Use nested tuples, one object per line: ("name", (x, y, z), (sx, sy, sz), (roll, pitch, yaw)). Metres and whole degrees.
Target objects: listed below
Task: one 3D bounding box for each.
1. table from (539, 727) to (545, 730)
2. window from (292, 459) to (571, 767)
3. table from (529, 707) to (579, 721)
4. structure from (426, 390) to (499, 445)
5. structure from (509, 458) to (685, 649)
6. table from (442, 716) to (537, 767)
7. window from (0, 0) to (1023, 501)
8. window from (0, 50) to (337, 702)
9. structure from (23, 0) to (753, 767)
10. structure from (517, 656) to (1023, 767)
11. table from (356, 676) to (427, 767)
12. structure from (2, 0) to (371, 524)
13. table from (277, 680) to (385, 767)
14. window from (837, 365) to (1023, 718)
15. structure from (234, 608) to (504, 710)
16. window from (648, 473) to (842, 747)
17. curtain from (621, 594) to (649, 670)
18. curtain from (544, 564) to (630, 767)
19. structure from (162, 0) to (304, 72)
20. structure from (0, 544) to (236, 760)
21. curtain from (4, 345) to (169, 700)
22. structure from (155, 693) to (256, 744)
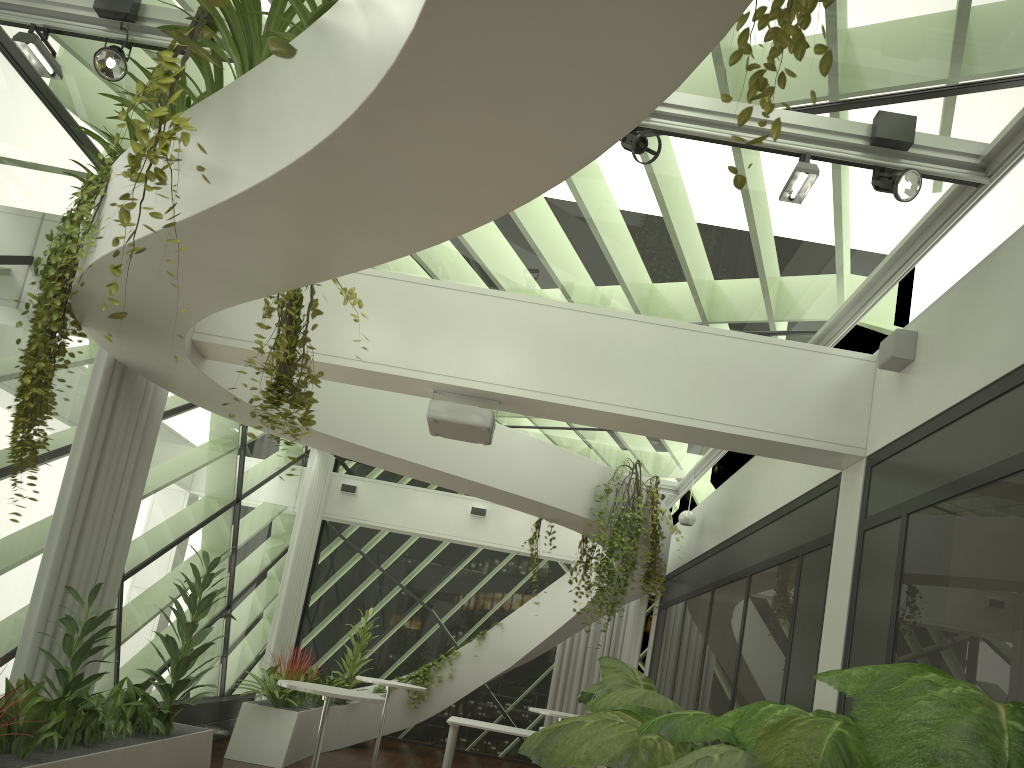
("table", (0.544, 3.317, 6.850), (0.854, 1.066, 0.886), (1, -16, 36))
("window", (-0.679, 3.945, 14.999), (5.733, 4.520, 0.039), (10, -9, 1))
("table", (0.529, 4.467, 10.386), (0.854, 1.066, 0.886), (1, -16, 36))
("structure", (-0.335, 0.222, 5.936), (0.462, 0.268, 0.401), (10, -15, 2))
("structure", (0.896, 1.804, 9.408), (1.673, 2.016, 1.449), (19, -15, -32))
("table", (-0.166, 4.951, 11.667), (1.499, 0.698, 1.105), (10, -15, 2))
("window", (-0.264, -0.901, 7.145), (5.681, 0.053, 17.324), (9, -18, 3))
("window", (-3.457, 0.779, 6.846), (0.084, 4.497, 17.357), (10, -17, 3))
("structure", (-0.845, 0.361, 2.072), (5.898, 4.097, 25.293), (8, -18, 8))
("structure", (0.890, 2.801, 6.334), (1.780, 1.664, 9.221), (10, -18, 3))
("table", (-1.545, 4.106, 10.437), (0.854, 1.066, 0.886), (1, -16, 36))
("structure", (-1.369, -0.414, 4.094), (1.480, 2.246, 4.676), (18, -18, -33))
("table", (-1.530, 2.956, 6.900), (0.854, 1.066, 0.886), (1, -16, 36))
("window", (2.054, 0.880, 1.926), (0.050, 3.143, 7.349), (10, -16, 3))
("structure", (-2.220, 3.649, 11.933), (2.027, 1.623, 4.948), (1, -19, 32))
("window", (2.024, 3.295, 9.354), (0.050, 3.143, 7.441), (10, -16, 3))
("curtain", (1.902, 4.231, 13.885), (0.160, 3.978, 1.028), (10, -10, 2))
("curtain", (1.384, 4.398, 14.689), (1.230, 3.978, 0.164), (10, -9, 0))
("structure", (-1.084, -1.426, 0.045), (3.282, 1.807, 1.240), (20, -15, -32))
("structure", (-2.511, 1.515, 5.233), (0.853, 1.550, 3.445), (10, -16, 2))
("curtain", (-3.099, 0.937, 6.574), (0.160, 3.978, 1.074), (10, -10, 2))
("structure", (-3.669, 2.971, 7.206), (0.258, 0.488, 15.681), (10, -18, 3))
